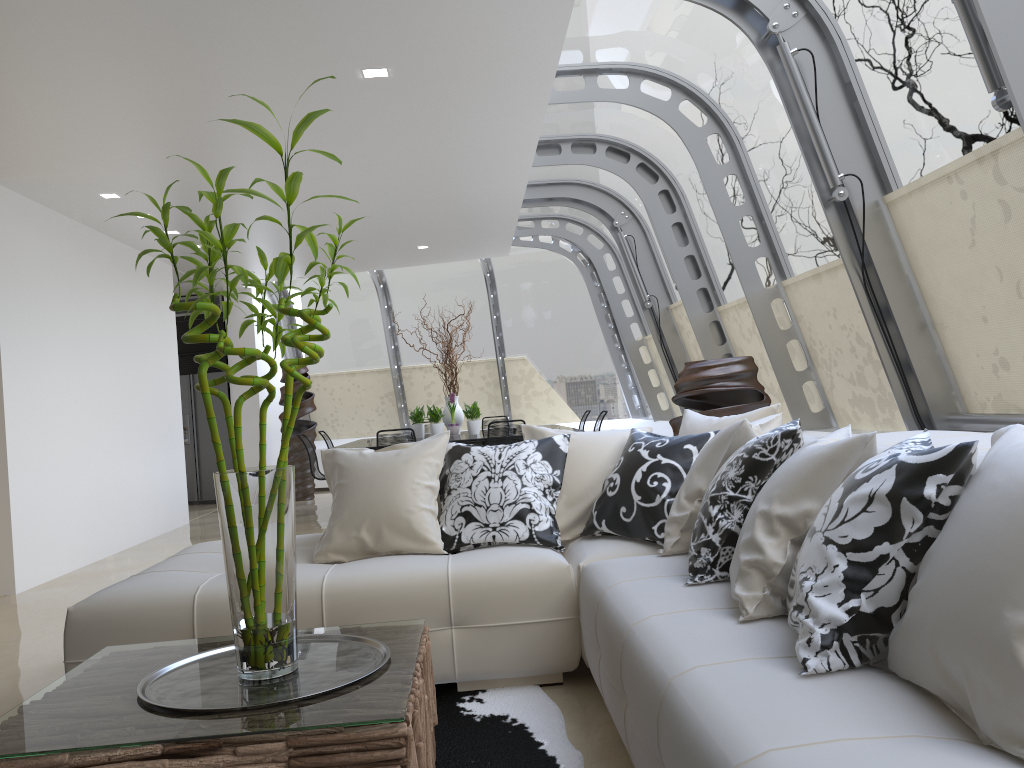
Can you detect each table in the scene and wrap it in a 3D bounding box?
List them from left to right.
[{"bbox_3d":[-0.706,0.952,2.248,1.007,0.448,0.923,-4,-1,-2],"label":"table"},{"bbox_3d":[-0.588,0.947,9.829,2.494,0.759,3.031,-4,-1,-3],"label":"table"}]

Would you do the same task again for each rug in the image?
[{"bbox_3d":[-0.834,1.170,2.263,2.739,0.008,2.740,-4,-1,-17],"label":"rug"}]

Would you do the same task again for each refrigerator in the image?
[{"bbox_3d":[-4.308,0.737,12.312,1.006,1.742,0.234,-5,-1,10],"label":"refrigerator"}]

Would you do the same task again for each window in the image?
[{"bbox_3d":[-5.305,0.178,6.844,16.693,3.674,16.171,-4,-1,3],"label":"window"}]

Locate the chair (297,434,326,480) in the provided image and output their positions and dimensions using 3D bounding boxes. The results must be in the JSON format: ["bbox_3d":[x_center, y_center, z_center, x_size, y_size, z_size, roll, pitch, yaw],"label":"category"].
[{"bbox_3d":[-1.840,0.751,9.188,0.688,0.519,0.446,-4,-1,-3],"label":"chair"}]

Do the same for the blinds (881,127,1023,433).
[{"bbox_3d":[2.054,-0.332,3.651,0.387,1.214,1.376,-4,-1,-3],"label":"blinds"}]

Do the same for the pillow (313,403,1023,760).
[{"bbox_3d":[0.608,0.365,2.918,1.656,0.530,3.322,-4,-2,-33],"label":"pillow"}]

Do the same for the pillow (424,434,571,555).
[{"bbox_3d":[-0.064,0.465,3.724,0.604,0.471,0.394,-5,-1,13],"label":"pillow"}]

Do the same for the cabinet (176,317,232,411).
[{"bbox_3d":[-4.861,0.447,12.726,2.252,2.558,0.831,-5,-1,12],"label":"cabinet"}]

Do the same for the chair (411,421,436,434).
[{"bbox_3d":[-1.116,0.745,11.347,0.446,0.519,0.688,-4,-1,-3],"label":"chair"}]

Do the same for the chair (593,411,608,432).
[{"bbox_3d":[0.666,0.563,9.313,0.688,0.519,0.446,-4,-1,-3],"label":"chair"}]

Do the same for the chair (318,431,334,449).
[{"bbox_3d":[-1.901,0.785,10.462,0.688,0.519,0.446,-4,-1,-3],"label":"chair"}]

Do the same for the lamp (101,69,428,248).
[{"bbox_3d":[-5.556,-1.317,4.940,9.775,0.004,9.928,-4,-1,-2],"label":"lamp"}]

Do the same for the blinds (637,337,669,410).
[{"bbox_3d":[1.914,0.484,11.503,0.663,2.118,1.829,-4,-1,-3],"label":"blinds"}]

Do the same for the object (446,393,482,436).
[{"bbox_3d":[-0.499,0.322,9.710,0.417,0.476,0.238,-5,-1,25],"label":"object"}]

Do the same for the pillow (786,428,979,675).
[{"bbox_3d":[0.792,0.348,1.950,0.383,0.463,0.606,-5,-1,16],"label":"pillow"}]

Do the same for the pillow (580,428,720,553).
[{"bbox_3d":[0.574,0.424,3.560,0.405,0.483,0.599,-3,-2,-34],"label":"pillow"}]

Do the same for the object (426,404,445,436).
[{"bbox_3d":[-0.829,0.395,9.559,0.215,0.369,0.284,-5,-2,31],"label":"object"}]

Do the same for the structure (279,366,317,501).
[{"bbox_3d":[-2.832,0.634,11.791,0.498,1.843,0.493,-5,-1,8],"label":"structure"}]

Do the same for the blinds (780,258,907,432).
[{"bbox_3d":[2.016,-0.200,5.177,0.329,1.027,1.430,-4,-1,-3],"label":"blinds"}]

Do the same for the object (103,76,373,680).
[{"bbox_3d":[-0.654,-0.038,2.298,0.673,1.546,0.584,-5,-2,36],"label":"object"}]

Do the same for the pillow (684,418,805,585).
[{"bbox_3d":[0.750,0.364,2.824,0.382,0.467,0.608,-5,-1,17],"label":"pillow"}]

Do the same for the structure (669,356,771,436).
[{"bbox_3d":[1.267,0.477,5.275,0.672,1.258,0.674,-4,-1,-26],"label":"structure"}]

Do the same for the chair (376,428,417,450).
[{"bbox_3d":[-1.038,0.668,8.218,0.446,0.519,0.688,-4,-1,-3],"label":"chair"}]

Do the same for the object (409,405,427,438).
[{"bbox_3d":[-1.056,0.422,9.981,0.215,0.369,0.284,-5,-2,36],"label":"object"}]

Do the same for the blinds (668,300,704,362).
[{"bbox_3d":[1.833,-0.210,8.250,0.387,1.214,1.376,-4,-1,-3],"label":"blinds"}]

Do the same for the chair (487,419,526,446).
[{"bbox_3d":[-0.045,0.593,8.268,0.446,0.519,0.688,-4,-1,-3],"label":"chair"}]

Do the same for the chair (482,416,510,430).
[{"bbox_3d":[-0.194,0.676,11.393,0.446,0.519,0.688,-4,-1,-3],"label":"chair"}]

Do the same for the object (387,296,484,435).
[{"bbox_3d":[-0.854,-0.189,9.889,1.031,1.549,1.135,-4,-1,-11],"label":"object"}]

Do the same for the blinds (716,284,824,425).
[{"bbox_3d":[1.943,-0.159,6.714,0.329,1.027,1.430,-4,-1,-3],"label":"blinds"}]

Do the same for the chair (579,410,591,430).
[{"bbox_3d":[0.605,0.597,10.587,0.688,0.519,0.446,-4,-1,-3],"label":"chair"}]

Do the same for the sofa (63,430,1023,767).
[{"bbox_3d":[0.036,0.681,2.540,3.257,0.866,4.169,-4,-1,-3],"label":"sofa"}]

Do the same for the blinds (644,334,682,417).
[{"bbox_3d":[1.795,-0.078,9.789,0.329,1.027,1.430,-4,-1,-3],"label":"blinds"}]
